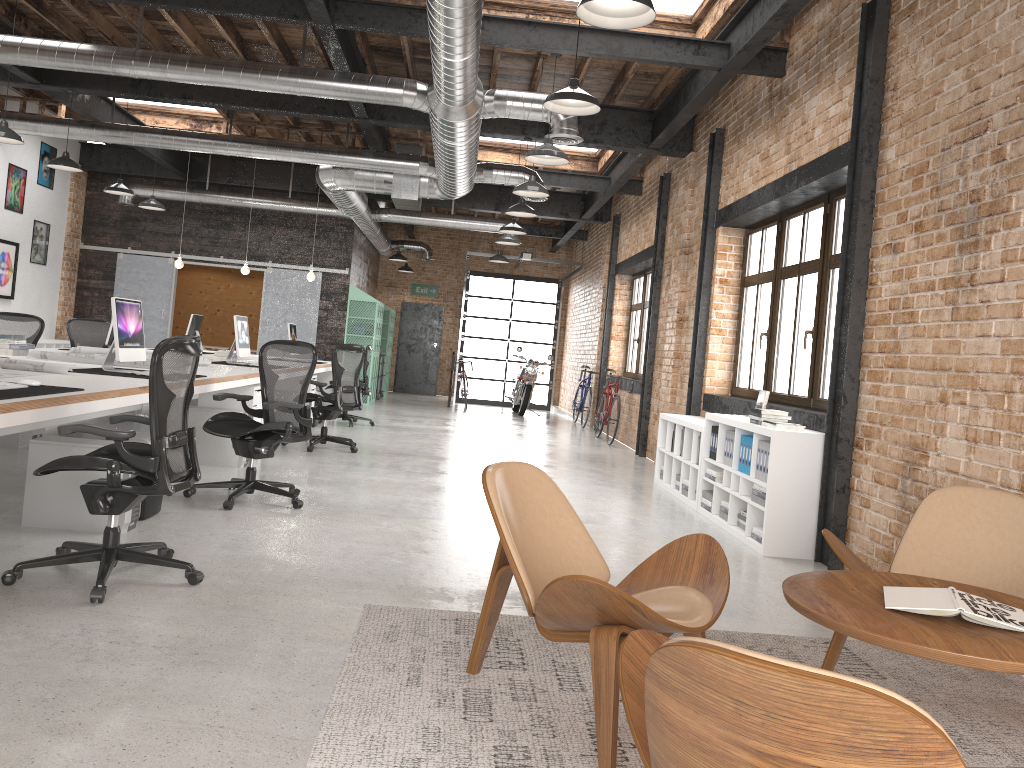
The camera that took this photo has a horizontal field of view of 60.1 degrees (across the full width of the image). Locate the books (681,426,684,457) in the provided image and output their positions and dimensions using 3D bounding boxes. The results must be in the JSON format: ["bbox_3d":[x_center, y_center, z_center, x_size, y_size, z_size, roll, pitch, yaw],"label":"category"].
[{"bbox_3d":[1.665,0.507,7.987,0.258,0.355,0.049,5,-1,2],"label":"books"}]

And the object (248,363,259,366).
[{"bbox_3d":[-2.560,-0.195,8.955,0.118,0.017,0.439,5,2,-4],"label":"object"}]

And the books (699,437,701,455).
[{"bbox_3d":[1.689,0.532,7.338,0.259,0.353,0.070,5,-1,2],"label":"books"}]

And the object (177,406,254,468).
[{"bbox_3d":[-2.439,0.435,7.316,0.541,0.455,0.221,5,0,-3],"label":"object"}]

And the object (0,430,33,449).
[{"bbox_3d":[-4.248,0.271,7.266,0.543,0.455,0.221,5,0,-3],"label":"object"}]

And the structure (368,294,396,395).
[{"bbox_3d":[-2.876,-0.838,19.091,0.556,2.101,1.118,5,0,-4],"label":"structure"}]

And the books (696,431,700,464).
[{"bbox_3d":[1.689,0.552,7.447,0.259,0.305,0.040,5,-1,2],"label":"books"}]

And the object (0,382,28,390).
[{"bbox_3d":[-2.245,0.011,3.812,0.118,0.017,0.439,5,2,-4],"label":"object"}]

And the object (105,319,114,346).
[{"bbox_3d":[-3.942,-0.556,8.984,0.189,0.485,0.484,5,1,-4],"label":"object"}]

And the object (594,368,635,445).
[{"bbox_3d":[1.379,0.301,12.727,0.401,1.040,1.739,5,1,-9],"label":"object"}]

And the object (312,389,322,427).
[{"bbox_3d":[-2.524,0.292,11.056,0.250,0.466,0.338,5,0,-4],"label":"object"}]

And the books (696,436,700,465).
[{"bbox_3d":[1.644,0.571,7.408,0.182,0.262,0.056,5,-1,2],"label":"books"}]

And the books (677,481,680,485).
[{"bbox_3d":[1.600,0.890,7.883,0.214,0.046,0.251,5,2,-3],"label":"books"}]

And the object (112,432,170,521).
[{"bbox_3d":[-2.162,0.528,5.142,0.250,0.466,0.338,5,0,-4],"label":"object"}]

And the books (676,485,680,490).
[{"bbox_3d":[1.593,0.933,7.894,0.206,0.061,0.274,5,2,-3],"label":"books"}]

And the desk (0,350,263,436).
[{"bbox_3d":[-3.229,0.270,5.356,2.311,0.770,5.113,5,2,-4],"label":"desk"}]

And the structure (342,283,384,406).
[{"bbox_3d":[-2.688,-0.715,16.025,0.556,2.101,1.118,5,0,-4],"label":"structure"}]

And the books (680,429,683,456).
[{"bbox_3d":[1.623,0.548,8.033,0.182,0.262,0.056,5,-1,2],"label":"books"}]

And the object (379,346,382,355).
[{"bbox_3d":[-2.725,-0.680,17.515,0.309,0.262,0.460,5,1,-3],"label":"object"}]

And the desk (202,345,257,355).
[{"bbox_3d":[-5.274,-0.317,17.559,1.998,0.732,0.998,5,1,-3],"label":"desk"}]

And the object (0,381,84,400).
[{"bbox_3d":[-2.356,0.014,3.817,0.687,0.008,0.849,5,2,-4],"label":"object"}]

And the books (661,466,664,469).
[{"bbox_3d":[1.568,0.810,8.504,0.214,0.052,0.252,5,2,-3],"label":"books"}]

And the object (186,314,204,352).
[{"bbox_3d":[-4.093,-0.655,11.447,0.189,0.485,0.484,5,1,-4],"label":"object"}]

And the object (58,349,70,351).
[{"bbox_3d":[-4.080,-0.322,8.977,0.687,0.008,0.849,5,2,-5],"label":"object"}]

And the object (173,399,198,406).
[{"bbox_3d":[-4.556,0.069,12.306,0.543,0.455,0.221,5,0,-3],"label":"object"}]

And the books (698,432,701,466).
[{"bbox_3d":[1.686,0.530,7.362,0.258,0.355,0.049,5,-1,2],"label":"books"}]

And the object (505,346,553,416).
[{"bbox_3d":[0.292,-0.052,17.703,0.812,1.360,2.179,5,1,-16],"label":"object"}]

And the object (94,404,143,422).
[{"bbox_3d":[-4.405,0.168,9.826,0.543,0.455,0.221,5,0,-3],"label":"object"}]

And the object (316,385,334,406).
[{"bbox_3d":[-2.754,0.229,12.459,0.541,0.455,0.221,5,0,-3],"label":"object"}]

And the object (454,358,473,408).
[{"bbox_3d":[-1.004,-0.020,18.521,0.410,1.034,1.734,5,1,3],"label":"object"}]

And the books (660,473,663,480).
[{"bbox_3d":[1.562,0.904,8.522,0.217,0.072,0.290,5,2,-4],"label":"books"}]

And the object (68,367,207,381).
[{"bbox_3d":[-2.483,-0.069,5.879,0.687,0.008,0.849,5,2,-3],"label":"object"}]

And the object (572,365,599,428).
[{"bbox_3d":[1.222,0.198,15.306,0.401,1.040,1.739,5,1,-9],"label":"object"}]

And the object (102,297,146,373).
[{"bbox_3d":[-2.572,-0.324,5.883,0.189,0.485,0.484,5,1,-4],"label":"object"}]

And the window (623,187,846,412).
[{"bbox_3d":[2.134,-0.766,10.036,0.147,1.691,8.639,5,2,-4],"label":"window"}]

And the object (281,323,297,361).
[{"bbox_3d":[-2.930,-0.558,11.733,0.189,0.485,0.484,5,1,-4],"label":"object"}]

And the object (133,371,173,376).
[{"bbox_3d":[-2.371,-0.071,5.866,0.118,0.017,0.439,5,2,-4],"label":"object"}]

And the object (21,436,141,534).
[{"bbox_3d":[-2.283,0.537,4.757,0.541,0.455,0.221,5,0,-3],"label":"object"}]

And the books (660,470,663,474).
[{"bbox_3d":[1.560,0.853,8.515,0.206,0.067,0.275,5,2,-3],"label":"books"}]

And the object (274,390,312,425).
[{"bbox_3d":[-2.623,0.314,10.321,0.541,0.455,0.221,5,0,-3],"label":"object"}]

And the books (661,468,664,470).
[{"bbox_3d":[1.566,0.828,8.508,0.219,0.039,0.260,5,2,-3],"label":"books"}]

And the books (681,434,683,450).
[{"bbox_3d":[1.616,0.559,8.002,0.162,0.240,0.054,5,-1,2],"label":"books"}]

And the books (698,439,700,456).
[{"bbox_3d":[1.637,0.583,7.378,0.162,0.240,0.054,5,-1,2],"label":"books"}]

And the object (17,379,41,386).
[{"bbox_3d":[-2.258,-0.008,4.140,0.106,0.028,0.059,5,1,-2],"label":"object"}]

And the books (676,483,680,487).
[{"bbox_3d":[1.599,0.908,7.887,0.219,0.034,0.260,5,2,-3],"label":"books"}]

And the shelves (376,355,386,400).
[{"bbox_3d":[-2.813,-0.156,17.525,0.567,0.856,0.985,5,1,-4],"label":"shelves"}]

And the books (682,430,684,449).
[{"bbox_3d":[1.668,0.509,7.963,0.259,0.353,0.070,5,-1,2],"label":"books"}]

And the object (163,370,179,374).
[{"bbox_3d":[-2.383,-0.090,6.194,0.106,0.028,0.059,5,1,-5],"label":"object"}]

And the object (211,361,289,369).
[{"bbox_3d":[-2.673,-0.193,8.986,0.687,0.008,0.849,5,2,-4],"label":"object"}]

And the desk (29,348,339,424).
[{"bbox_3d":[-3.542,0.066,10.465,2.311,0.770,5.113,5,2,-4],"label":"desk"}]

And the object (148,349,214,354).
[{"bbox_3d":[-4.231,-0.420,11.442,0.687,0.008,0.849,5,2,-5],"label":"object"}]

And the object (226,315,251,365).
[{"bbox_3d":[-2.761,-0.448,8.971,0.189,0.485,0.484,5,1,-4],"label":"object"}]

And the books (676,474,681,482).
[{"bbox_3d":[1.607,0.853,7.902,0.217,0.078,0.291,5,2,-4],"label":"books"}]

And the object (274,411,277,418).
[{"bbox_3d":[-2.354,0.403,8.271,0.250,0.466,0.338,5,0,-4],"label":"object"}]

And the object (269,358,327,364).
[{"bbox_3d":[-2.842,-0.303,11.747,0.687,0.008,0.849,5,2,-5],"label":"object"}]

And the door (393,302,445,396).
[{"bbox_3d":[-2.158,-0.822,20.549,0.998,2.101,0.218,5,-1,-3],"label":"door"}]
